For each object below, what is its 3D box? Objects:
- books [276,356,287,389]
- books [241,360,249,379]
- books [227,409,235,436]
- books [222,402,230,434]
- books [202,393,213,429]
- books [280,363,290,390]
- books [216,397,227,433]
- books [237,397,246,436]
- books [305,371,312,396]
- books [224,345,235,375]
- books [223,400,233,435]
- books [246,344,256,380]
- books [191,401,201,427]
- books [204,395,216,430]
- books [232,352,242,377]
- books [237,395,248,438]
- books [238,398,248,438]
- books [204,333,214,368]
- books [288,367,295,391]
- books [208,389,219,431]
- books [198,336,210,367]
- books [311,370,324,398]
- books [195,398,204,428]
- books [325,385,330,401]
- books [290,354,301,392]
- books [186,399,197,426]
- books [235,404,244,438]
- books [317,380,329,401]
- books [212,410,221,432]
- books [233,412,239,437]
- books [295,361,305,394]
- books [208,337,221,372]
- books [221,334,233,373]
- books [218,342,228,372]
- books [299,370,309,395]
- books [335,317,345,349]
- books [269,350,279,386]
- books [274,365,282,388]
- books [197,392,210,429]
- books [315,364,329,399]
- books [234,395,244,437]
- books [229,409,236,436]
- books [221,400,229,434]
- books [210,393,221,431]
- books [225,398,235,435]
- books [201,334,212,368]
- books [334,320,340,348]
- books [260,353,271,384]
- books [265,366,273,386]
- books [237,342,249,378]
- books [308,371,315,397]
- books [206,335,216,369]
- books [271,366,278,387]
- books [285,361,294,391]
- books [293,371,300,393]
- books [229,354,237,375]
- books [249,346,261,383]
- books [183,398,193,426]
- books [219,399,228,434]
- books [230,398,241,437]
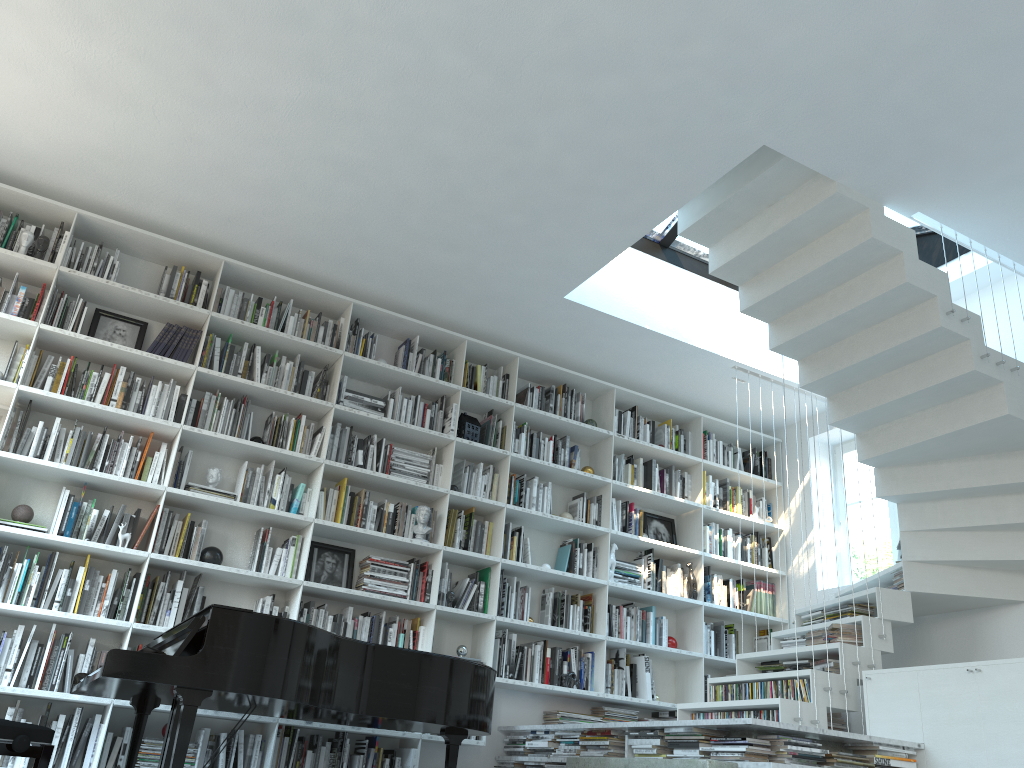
[{"bbox_3d":[-1.481,-0.024,5.601,0.026,0.285,0.138,17,-27,-25],"label":"books"},{"bbox_3d":[-1.674,-0.036,5.485,0.034,0.179,0.160,17,-27,-25],"label":"books"},{"bbox_3d":[-1.708,0.272,5.318,0.011,0.208,0.181,17,-27,-25],"label":"books"},{"bbox_3d":[-1.741,0.248,5.329,0.011,0.254,0.152,17,-27,-25],"label":"books"},{"bbox_3d":[-1.834,0.204,5.277,0.012,0.275,0.157,17,-27,-25],"label":"books"},{"bbox_3d":[-1.452,0.002,5.579,0.021,0.225,0.192,17,-27,-25],"label":"books"},{"bbox_3d":[-1.756,0.228,5.297,0.009,0.262,0.190,17,-27,-25],"label":"books"},{"bbox_3d":[-1.667,0.246,5.383,0.005,0.315,0.157,17,-27,-25],"label":"books"},{"bbox_3d":[-1.328,0.048,5.650,0.022,0.221,0.161,17,-27,-25],"label":"books"},{"bbox_3d":[-1.757,-0.098,5.439,0.031,0.240,0.182,17,-27,-25],"label":"books"},{"bbox_3d":[-1.724,0.243,5.321,0.009,0.260,0.181,17,-27,-25],"label":"books"},{"bbox_3d":[-1.652,-0.088,5.529,0.013,0.314,0.135,17,-27,-25],"label":"books"},{"bbox_3d":[-1.896,0.223,5.262,0.024,0.218,0.140,17,-27,-25],"label":"books"},{"bbox_3d":[-1.820,0.216,5.282,0.024,0.261,0.178,17,-27,-25],"label":"books"},{"bbox_3d":[-1.715,-0.071,5.462,0.029,0.218,0.158,17,-27,-25],"label":"books"},{"bbox_3d":[-1.660,0.240,5.386,0.005,0.329,0.162,17,-27,-25],"label":"books"},{"bbox_3d":[-1.656,0.252,5.381,0.005,0.304,0.163,17,-27,-25],"label":"books"},{"bbox_3d":[-1.875,-0.151,5.427,0.014,0.307,0.130,17,-27,-25],"label":"books"},{"bbox_3d":[-1.420,0.017,5.611,0.013,0.230,0.142,17,-27,-25],"label":"books"},{"bbox_3d":[-1.809,0.200,5.311,0.011,0.315,0.155,17,-27,-25],"label":"books"},{"bbox_3d":[-1.887,-0.147,5.375,0.023,0.255,0.175,17,-27,-25],"label":"books"},{"bbox_3d":[-1.270,0.045,5.682,0.055,0.262,0.167,17,-27,-25],"label":"books"},{"bbox_3d":[-1.873,0.214,5.263,0.012,0.239,0.134,17,-27,-25],"label":"books"},{"bbox_3d":[-1.217,0.109,5.727,0.019,0.193,0.098,17,-27,-25],"label":"books"},{"bbox_3d":[-1.401,-0.020,5.625,0.011,0.312,0.184,17,-27,-25],"label":"books"},{"bbox_3d":[-1.919,0.214,5.252,0.029,0.224,0.137,17,-27,-25],"label":"books"},{"bbox_3d":[-1.669,0.264,5.358,0.010,0.260,0.158,17,-27,-25],"label":"books"},{"bbox_3d":[-1.233,0.092,5.715,0.028,0.211,0.135,17,-27,-25],"label":"books"},{"bbox_3d":[-1.787,0.266,5.294,0.029,0.186,0.149,17,-27,-25],"label":"books"},{"bbox_3d":[-1.693,0.287,5.359,0.012,0.216,0.133,17,-27,-25],"label":"books"},{"bbox_3d":[-1.378,0.009,5.656,0.022,0.289,0.147,17,-27,-25],"label":"books"},{"bbox_3d":[-1.825,-0.127,5.428,0.067,0.273,0.168,17,-27,-25],"label":"books"},{"bbox_3d":[-1.772,-0.137,5.444,0.012,0.313,0.172,17,-27,-25],"label":"books"},{"bbox_3d":[-1.788,-0.113,5.435,0.011,0.258,0.157,17,-27,-25],"label":"books"},{"bbox_3d":[-1.348,0.042,5.635,0.030,0.217,0.183,17,-27,-25],"label":"books"},{"bbox_3d":[-1.170,-0.278,5.867,0.026,0.287,0.176,17,-27,-25],"label":"books"},{"bbox_3d":[-1.521,-0.052,5.573,0.012,0.306,0.145,17,-27,-25],"label":"books"},{"bbox_3d":[-1.494,0.002,5.567,0.010,0.207,0.174,17,-27,-25],"label":"books"},{"bbox_3d":[-1.852,0.199,5.273,0.026,0.278,0.151,17,-27,-25],"label":"books"},{"bbox_3d":[-1.255,0.031,5.696,0.058,0.301,0.175,17,-27,-25],"label":"books"},{"bbox_3d":[-1.676,0.238,5.373,0.004,0.319,0.153,17,-27,-25],"label":"books"},{"bbox_3d":[-1.710,0.275,5.347,0.011,0.225,0.130,17,-27,-25],"label":"books"},{"bbox_3d":[-1.750,0.243,5.326,0.010,0.260,0.170,17,-27,-25],"label":"books"},{"bbox_3d":[-1.791,0.211,5.291,0.010,0.282,0.184,17,-27,-25],"label":"books"},{"bbox_3d":[-1.718,0.239,5.334,0.011,0.278,0.169,17,-27,-25],"label":"books"},{"bbox_3d":[-1.878,-0.150,5.399,0.013,0.282,0.159,17,-27,-25],"label":"books"},{"bbox_3d":[-1.190,-0.272,5.858,0.014,0.266,0.172,17,-27,-25],"label":"books"},{"bbox_3d":[-1.567,-0.043,5.551,0.027,0.264,0.169,17,-27,-25],"label":"books"},{"bbox_3d":[-1.543,0.001,5.539,0.028,0.179,0.168,17,-27,-25],"label":"books"},{"bbox_3d":[-1.690,-0.098,5.488,0.023,0.292,0.156,17,-27,-25],"label":"books"},{"bbox_3d":[-1.315,0.052,5.675,0.025,0.236,0.153,17,-27,-25],"label":"books"},{"bbox_3d":[-1.855,-0.146,5.409,0.010,0.286,0.149,17,-27,-25],"label":"books"},{"bbox_3d":[-1.522,0.005,5.582,0.024,0.211,0.128,17,-27,-25],"label":"books"},{"bbox_3d":[-1.438,-0.001,5.612,0.028,0.259,0.136,17,-27,-25],"label":"books"},{"bbox_3d":[-1.400,0.036,5.629,0.024,0.212,0.150,17,-27,-25],"label":"books"},{"bbox_3d":[-1.742,-0.068,5.453,0.024,0.200,0.154,17,-27,-25],"label":"books"},{"bbox_3d":[-1.603,-0.071,5.521,0.075,0.284,0.179,17,-27,-25],"label":"books"},{"bbox_3d":[-1.927,0.208,5.220,0.015,0.207,0.186,17,-27,-25],"label":"books"},{"bbox_3d":[-1.748,0.236,5.300,0.012,0.250,0.184,17,-27,-25],"label":"books"},{"bbox_3d":[-1.688,0.242,5.349,0.011,0.290,0.177,17,-27,-25],"label":"books"}]
